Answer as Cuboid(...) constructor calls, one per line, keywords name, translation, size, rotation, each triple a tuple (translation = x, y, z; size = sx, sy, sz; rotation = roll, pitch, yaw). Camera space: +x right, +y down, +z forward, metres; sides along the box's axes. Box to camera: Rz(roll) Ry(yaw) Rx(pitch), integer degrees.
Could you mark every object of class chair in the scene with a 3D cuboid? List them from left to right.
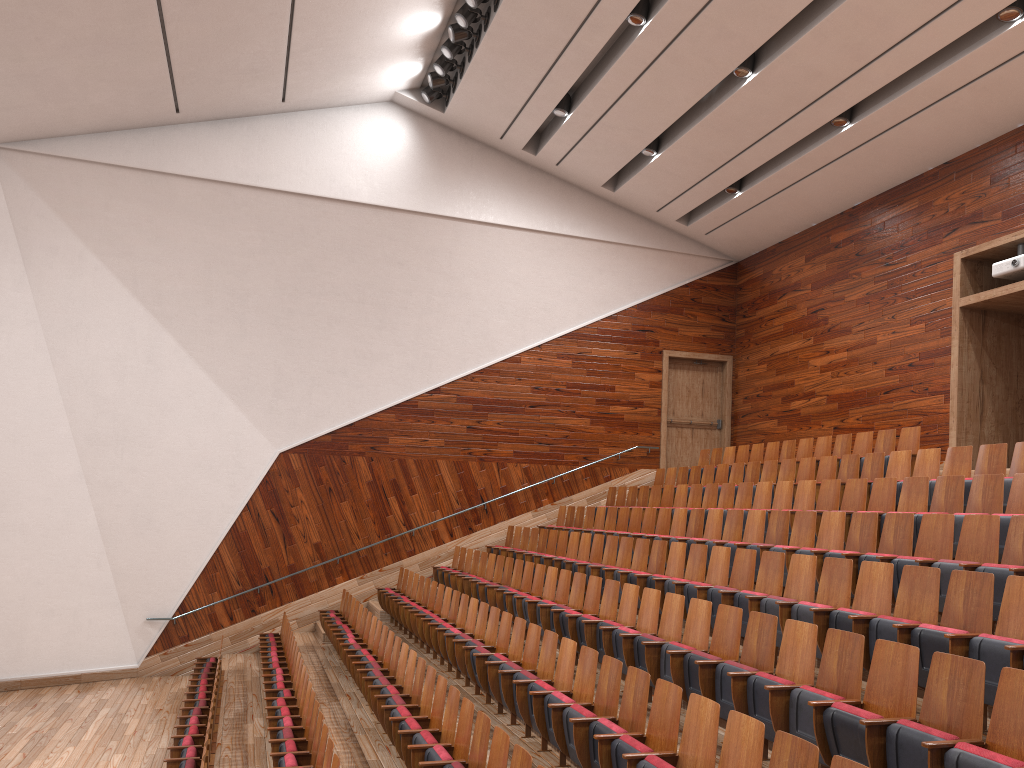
Cuboid(name="chair", translation=(0.108, 0.194, 0.758), size=(0.772, 0.370, 1.192), rotation=(4, -8, -17))

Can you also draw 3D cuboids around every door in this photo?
Cuboid(name="door", translation=(0.330, 0.065, 1.598), size=(0.140, 0.239, 0.024), rotation=(2, -1, -17))

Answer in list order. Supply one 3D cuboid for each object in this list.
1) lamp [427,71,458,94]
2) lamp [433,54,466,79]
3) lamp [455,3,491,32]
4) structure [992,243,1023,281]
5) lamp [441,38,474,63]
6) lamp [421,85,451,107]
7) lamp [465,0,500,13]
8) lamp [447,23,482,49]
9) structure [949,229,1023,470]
Cuboid(name="lamp", translation=(-0.104, -0.450, 1.303), size=(0.044, 0.030, 0.031), rotation=(3, -5, -17))
Cuboid(name="lamp", translation=(-0.091, -0.456, 1.259), size=(0.045, 0.031, 0.031), rotation=(3, -4, -17))
Cuboid(name="lamp", translation=(-0.052, -0.473, 1.130), size=(0.045, 0.031, 0.031), rotation=(3, -4, -17))
Cuboid(name="structure", translation=(0.500, -0.123, 0.864), size=(0.041, 0.031, 0.038), rotation=(3, -5, -17))
Cuboid(name="lamp", translation=(-0.076, -0.463, 1.210), size=(0.045, 0.031, 0.031), rotation=(3, -4, -17))
Cuboid(name="lamp", translation=(-0.118, -0.444, 1.347), size=(0.045, 0.031, 0.031), rotation=(3, -4, -17))
Cuboid(name="lamp", translation=(-0.038, -0.479, 1.084), size=(0.045, 0.031, 0.031), rotation=(3, -4, -17))
Cuboid(name="lamp", translation=(-0.064, -0.467, 1.172), size=(0.044, 0.030, 0.031), rotation=(3, -5, -17))
Cuboid(name="structure", translation=(0.549, -0.073, 0.892), size=(0.144, 0.327, 0.117), rotation=(2, -1, -17))
